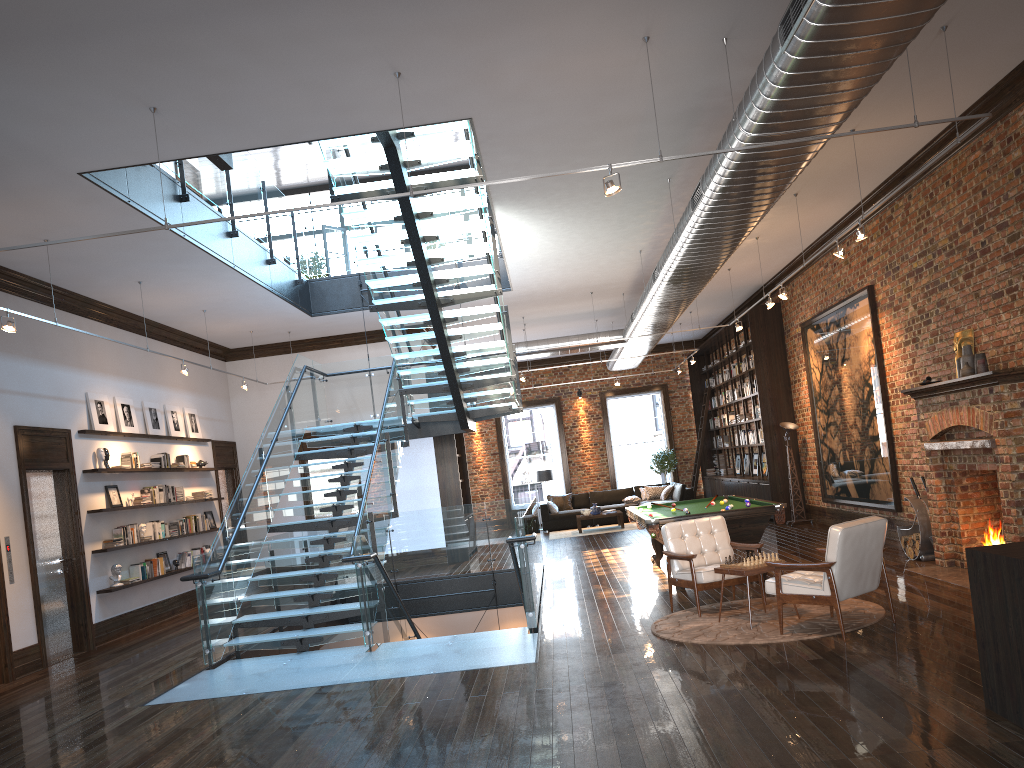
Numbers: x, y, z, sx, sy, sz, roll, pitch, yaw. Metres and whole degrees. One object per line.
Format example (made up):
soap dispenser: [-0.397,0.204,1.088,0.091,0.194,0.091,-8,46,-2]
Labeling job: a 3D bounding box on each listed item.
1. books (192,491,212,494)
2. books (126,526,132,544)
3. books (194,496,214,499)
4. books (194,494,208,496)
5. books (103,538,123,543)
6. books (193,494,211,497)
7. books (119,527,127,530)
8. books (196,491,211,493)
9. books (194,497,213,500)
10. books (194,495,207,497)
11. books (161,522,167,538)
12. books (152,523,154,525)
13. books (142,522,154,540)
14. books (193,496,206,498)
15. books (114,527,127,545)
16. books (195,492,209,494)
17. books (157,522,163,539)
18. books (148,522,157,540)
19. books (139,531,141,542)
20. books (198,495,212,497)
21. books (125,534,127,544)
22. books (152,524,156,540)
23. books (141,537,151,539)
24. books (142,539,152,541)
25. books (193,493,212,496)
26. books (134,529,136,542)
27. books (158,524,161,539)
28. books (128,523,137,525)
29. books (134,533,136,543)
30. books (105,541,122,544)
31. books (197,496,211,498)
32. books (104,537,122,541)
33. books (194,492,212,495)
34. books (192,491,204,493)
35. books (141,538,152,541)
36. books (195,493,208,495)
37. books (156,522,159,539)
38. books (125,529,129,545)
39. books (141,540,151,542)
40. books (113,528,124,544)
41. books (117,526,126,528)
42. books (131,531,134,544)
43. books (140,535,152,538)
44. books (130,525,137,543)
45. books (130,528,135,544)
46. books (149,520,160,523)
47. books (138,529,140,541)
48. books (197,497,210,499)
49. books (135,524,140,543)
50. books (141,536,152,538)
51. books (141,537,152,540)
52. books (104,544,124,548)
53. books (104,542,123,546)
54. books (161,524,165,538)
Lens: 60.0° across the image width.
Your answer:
books: [-5.047,1.769,14.440,0.195,0.008,0.309,-7,-6,4]
books: [-5.125,2.013,11.774,0.139,0.242,0.015,-7,-1,3]
books: [-5.028,1.849,14.434,0.193,0.007,0.347,-8,-6,7]
books: [-5.034,1.805,14.439,0.195,0.008,0.309,-8,-6,7]
books: [-5.144,2.022,11.430,0.143,0.027,0.219,-8,-6,7]
books: [-5.047,1.814,14.437,0.195,0.008,0.309,-7,-6,2]
books: [-5.136,2.010,11.711,0.128,0.240,0.012,-7,-1,3]
books: [-5.048,1.762,14.440,0.193,0.007,0.347,-7,-6,0]
books: [-5.029,1.865,14.434,0.193,0.007,0.347,-8,-6,6]
books: [-5.033,1.820,14.436,0.195,0.008,0.309,-7,-6,-3]
books: [-5.088,2.124,12.854,0.142,0.224,0.012,-7,-1,3]
books: [-5.099,2.085,12.498,0.133,0.236,0.022,-7,-1,3]
books: [-5.097,2.069,12.416,0.141,0.251,0.012,-7,-1,3]
books: [-5.039,1.835,14.435,0.195,0.008,0.309,-7,-6,4]
books: [-5.136,2.004,11.631,0.134,0.236,0.013,-7,-1,3]
books: [-5.046,1.777,14.440,0.193,0.007,0.347,-7,-6,4]
books: [-5.077,2.096,12.637,0.170,0.234,0.012,-7,-1,3]
books: [-5.089,2.077,12.514,0.148,0.252,0.012,-7,-1,3]
books: [-5.124,2.072,12.073,0.120,0.185,0.034,-7,-1,3]
books: [-5.040,1.828,14.436,0.193,0.007,0.347,-7,-6,0]
books: [-5.144,2.012,11.648,0.137,0.226,0.021,-7,-1,3]
books: [-5.089,2.087,12.447,0.154,0.218,0.030,-7,-1,3]
books: [-5.103,2.132,12.260,0.142,0.011,0.257,-7,-6,0]
books: [-5.105,2.165,12.260,0.142,0.011,0.255,-7,-6,2]
books: [-5.040,1.798,14.439,0.193,0.007,0.347,-7,-6,-1]
books: [-5.126,2.051,11.922,0.128,0.197,0.031,-7,-1,3]
books: [-5.085,2.104,12.617,0.150,0.218,0.028,-7,-1,3]
books: [-5.139,2.032,12.052,0.120,0.263,0.011,-7,-1,3]
books: [-5.125,2.066,11.892,0.134,0.162,0.030,-7,-1,3]
books: [-5.141,2.042,11.443,0.159,0.011,0.184,-7,-6,2]
books: [-5.033,1.842,14.434,0.195,0.008,0.309,-8,-6,6]
books: [-5.149,2.003,11.449,0.135,0.014,0.216,-7,-6,2]
books: [-5.036,1.783,14.439,0.193,0.007,0.347,-7,-6,-3]
books: [-5.049,1.754,14.440,0.193,0.007,0.347,-7,-6,4]
books: [-5.098,2.153,12.260,0.142,0.011,0.257,-7,-6,-1]
books: [-5.044,1.791,14.440,0.193,0.007,0.347,-7,-6,4]
books: [-5.092,2.090,12.574,0.153,0.239,0.010,-7,-1,3]
books: [-5.129,2.026,11.685,0.156,0.202,0.013,-7,-1,3]
books: [-5.100,2.175,12.260,0.141,0.011,0.287,-7,-6,0]
books: [-5.153,2.008,11.602,0.125,0.226,0.048,-7,-1,3]
books: [-5.150,2.007,11.723,0.114,0.251,0.011,-7,-1,3]
books: [-5.126,2.051,11.835,0.142,0.179,0.013,-7,-1,3]
books: [-5.103,2.110,12.260,0.141,0.011,0.289,-7,-6,-1]
books: [-5.132,2.027,11.952,0.131,0.252,0.027,-7,-1,3]
books: [-5.127,2.038,11.859,0.150,0.210,0.035,-7,-1,3]
books: [-5.085,2.083,12.649,0.157,0.265,0.011,-7,-1,3]
books: [-5.123,2.046,12.034,0.118,0.227,0.024,-7,-1,3]
books: [-5.031,1.857,14.434,0.195,0.008,0.309,-7,-6,-2]
books: [-5.130,2.033,12.016,0.141,0.251,0.012,-7,-1,3]
books: [-5.106,2.121,12.260,0.141,0.011,0.287,-7,-6,4]
books: [-5.098,2.142,12.260,0.142,0.011,0.258,-7,-6,-2]
books: [-5.137,2.089,11.444,0.143,0.028,0.236,-7,-5,2]
books: [-5.144,2.062,11.450,0.154,0.028,0.192,-7,-5,-3]
books: [-5.075,2.125,12.755,0.158,0.201,0.060,-7,-1,3]
